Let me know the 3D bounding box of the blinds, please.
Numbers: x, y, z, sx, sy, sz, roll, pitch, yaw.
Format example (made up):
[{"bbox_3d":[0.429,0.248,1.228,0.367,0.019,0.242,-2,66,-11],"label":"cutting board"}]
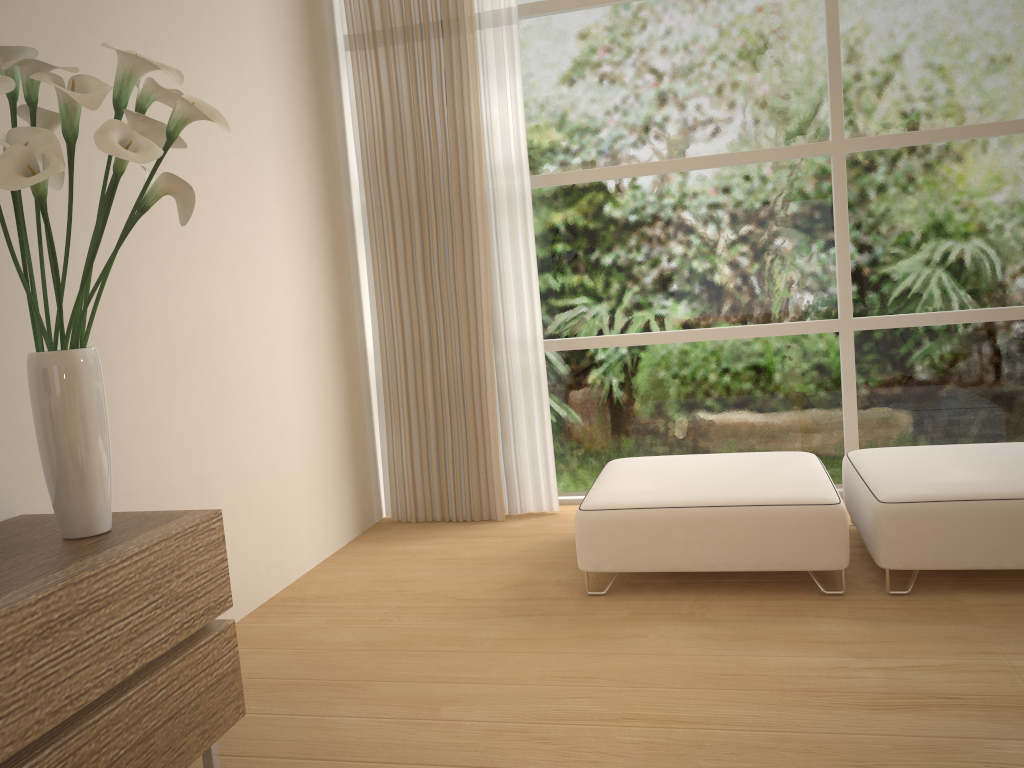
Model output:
[{"bbox_3d":[-0.362,-0.972,4.410,0.950,3.352,0.211,-4,6,12],"label":"blinds"}]

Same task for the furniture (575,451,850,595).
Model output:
[{"bbox_3d":[0.798,0.529,3.581,0.965,0.346,0.964,-3,6,14],"label":"furniture"}]

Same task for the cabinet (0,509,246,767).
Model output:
[{"bbox_3d":[-1.397,0.872,0.492,0.588,0.662,3.713,-3,6,14],"label":"cabinet"}]

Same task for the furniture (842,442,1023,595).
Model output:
[{"bbox_3d":[1.802,0.469,3.335,0.965,0.346,0.964,-3,6,14],"label":"furniture"}]

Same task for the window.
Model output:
[{"bbox_3d":[1.542,-1.122,4.205,4.781,3.371,0.071,-3,6,14],"label":"window"}]

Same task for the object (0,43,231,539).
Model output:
[{"bbox_3d":[-0.880,-0.204,1.942,0.515,1.085,0.608,-8,7,-28],"label":"object"}]
